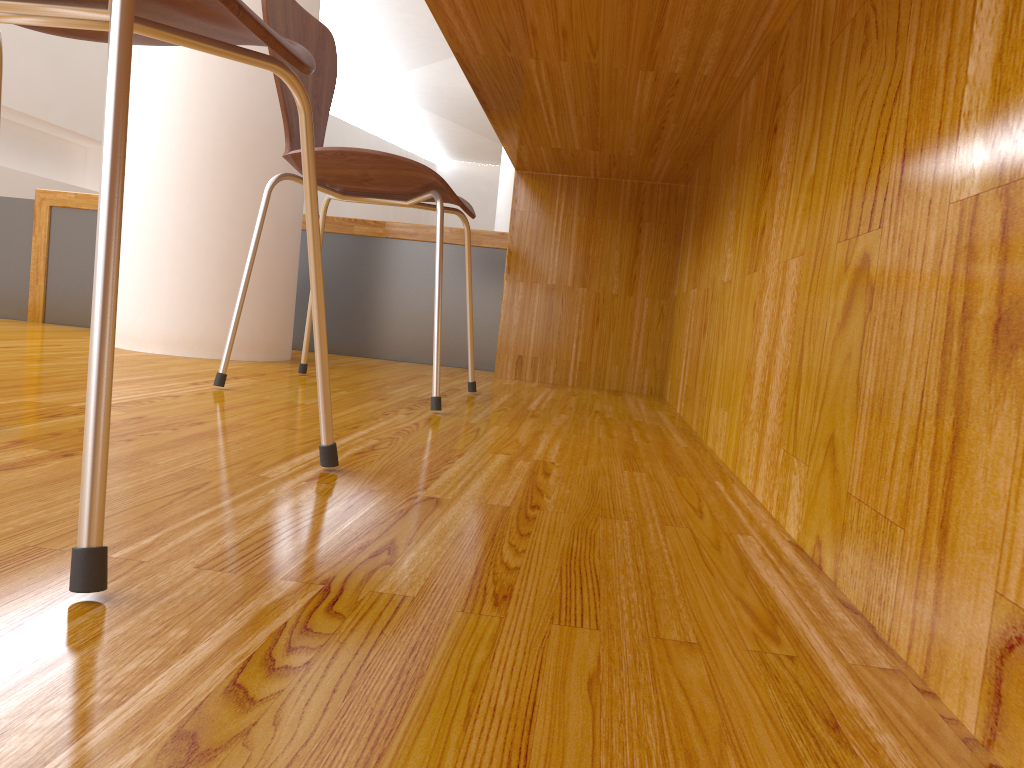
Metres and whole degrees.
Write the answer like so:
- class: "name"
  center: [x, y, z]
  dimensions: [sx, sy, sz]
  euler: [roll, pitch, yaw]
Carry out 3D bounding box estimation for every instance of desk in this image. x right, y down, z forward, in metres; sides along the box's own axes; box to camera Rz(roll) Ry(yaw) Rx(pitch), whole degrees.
- class: "desk"
  center: [0.456, -0.223, 0.761]
  dimensions: [1.247, 0.762, 3.194]
  euler: [6, 4, 5]
- class: "desk"
  center: [0.031, -0.164, 2.991]
  dimensions: [3.356, 0.606, 0.760]
  euler: [6, 4, 5]

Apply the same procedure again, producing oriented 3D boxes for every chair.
- class: "chair"
  center: [-0.246, -0.333, 1.611]
  dimensions: [0.381, 0.693, 0.428]
  euler: [6, 4, 5]
- class: "chair"
  center: [-0.341, -0.270, 0.646]
  dimensions: [0.381, 0.693, 0.428]
  euler: [6, 4, 5]
